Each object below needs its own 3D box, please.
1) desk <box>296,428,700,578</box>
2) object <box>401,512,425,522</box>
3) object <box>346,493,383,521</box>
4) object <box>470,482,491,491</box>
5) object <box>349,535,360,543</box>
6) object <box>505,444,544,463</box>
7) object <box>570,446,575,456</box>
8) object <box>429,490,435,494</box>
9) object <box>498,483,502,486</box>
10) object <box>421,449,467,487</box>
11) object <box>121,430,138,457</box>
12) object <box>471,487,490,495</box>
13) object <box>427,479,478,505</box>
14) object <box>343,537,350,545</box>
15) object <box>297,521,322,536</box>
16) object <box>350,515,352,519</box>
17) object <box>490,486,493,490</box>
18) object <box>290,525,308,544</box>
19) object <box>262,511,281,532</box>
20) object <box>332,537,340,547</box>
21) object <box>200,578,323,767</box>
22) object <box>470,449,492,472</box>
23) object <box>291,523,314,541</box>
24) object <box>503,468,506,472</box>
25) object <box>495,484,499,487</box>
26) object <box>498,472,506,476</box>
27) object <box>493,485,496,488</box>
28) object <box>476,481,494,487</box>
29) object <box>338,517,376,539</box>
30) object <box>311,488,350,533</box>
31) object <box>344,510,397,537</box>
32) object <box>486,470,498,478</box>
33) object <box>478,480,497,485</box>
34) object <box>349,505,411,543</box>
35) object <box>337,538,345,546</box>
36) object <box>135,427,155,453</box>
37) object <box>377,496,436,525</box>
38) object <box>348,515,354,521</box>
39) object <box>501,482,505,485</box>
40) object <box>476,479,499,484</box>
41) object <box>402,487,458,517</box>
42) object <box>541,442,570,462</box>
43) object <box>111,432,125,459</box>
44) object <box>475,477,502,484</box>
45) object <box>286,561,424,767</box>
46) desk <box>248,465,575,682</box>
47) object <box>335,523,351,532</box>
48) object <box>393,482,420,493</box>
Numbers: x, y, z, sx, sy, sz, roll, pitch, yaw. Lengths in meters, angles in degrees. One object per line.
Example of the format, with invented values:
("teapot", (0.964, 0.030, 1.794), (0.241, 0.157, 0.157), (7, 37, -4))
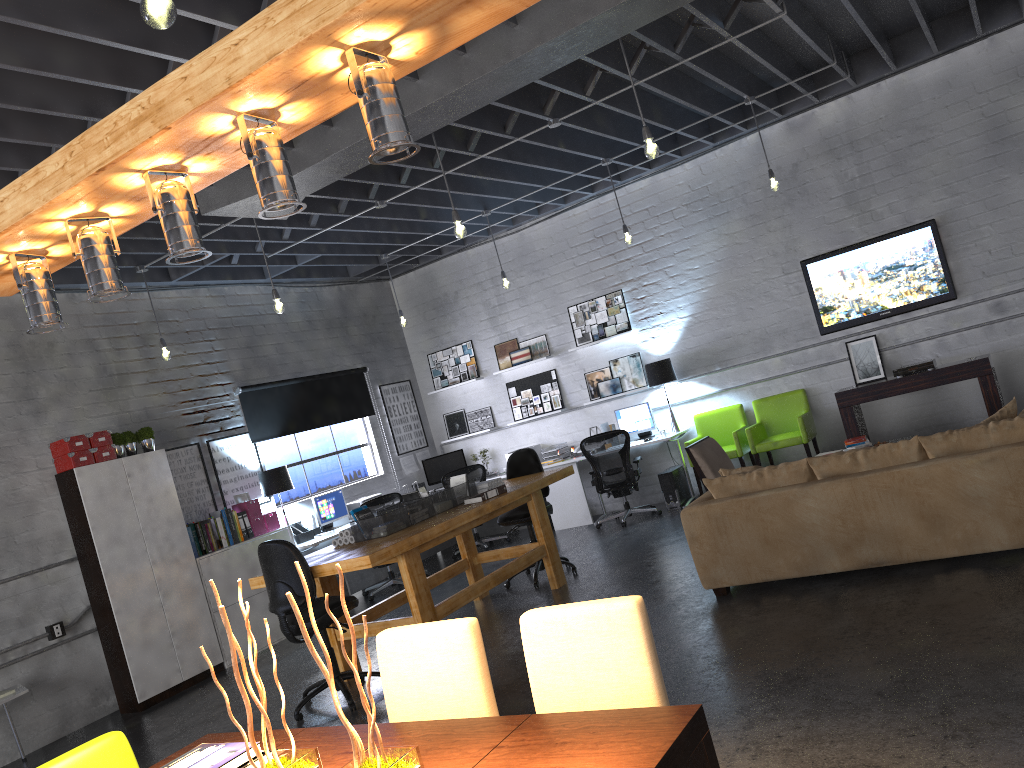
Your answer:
("desk", (-0.145, 1.508, 9.678), (3.582, 0.785, 3.292), (-16, -2, 31))
("object", (-0.795, 1.016, 6.707), (0.235, 0.022, 0.185), (-16, -2, 24))
("object", (-1.612, 1.408, 10.282), (0.486, 0.230, 0.419), (-16, -1, 31))
("object", (-0.405, 0.894, 7.414), (0.520, 0.047, 0.046), (-16, -1, 29))
("object", (-1.003, 1.090, 6.700), (0.058, 0.057, 0.634), (-16, -1, 31))
("object", (0.163, 0.928, 11.115), (0.351, 0.235, 0.350), (-16, -1, 31))
("object", (0.745, 0.814, 10.800), (0.093, 0.116, 0.067), (-16, -1, 31))
("object", (-0.992, 1.345, 10.998), (0.130, 0.049, 0.130), (-15, -2, -42))
("object", (-0.309, 0.912, 7.560), (0.521, 0.047, 0.047), (-17, -1, 31))
("object", (-0.861, 1.127, 11.579), (0.559, 0.427, 0.147), (-15, -1, -22))
("object", (-3.384, 0.528, 7.827), (0.169, 0.240, 0.171), (-15, -1, -20))
("object", (-0.402, 0.934, 7.401), (0.521, 0.047, 0.047), (-17, -1, 31))
("object", (-0.490, 0.908, 7.233), (0.317, 0.156, 0.305), (-16, -1, 31))
("object", (-1.050, 1.104, 6.730), (0.057, 0.058, 0.634), (-16, -1, 31))
("object", (-2.181, 1.561, 9.553), (0.210, 0.208, 0.104), (-16, -1, 31))
("object", (-1.818, 1.513, 10.020), (0.006, 0.124, 0.014), (-16, 0, -3))
("object", (-0.378, 0.929, 7.441), (0.521, 0.047, 0.047), (-17, -1, 31))
("object", (-2.290, 1.587, 9.363), (0.210, 0.208, 0.104), (-16, -1, 32))
("object", (-2.490, 1.404, 8.955), (0.214, 0.177, 0.161), (-16, -1, 31))
("object", (-1.143, 1.131, 6.789), (0.057, 0.058, 0.634), (-16, -1, 31))
("object", (-0.653, 0.758, 2.197), (0.156, 0.583, 0.184), (-16, -1, 31))
("object", (-0.391, 1.027, 11.494), (0.297, 0.363, 0.271), (-15, -1, -14))
("object", (-2.237, 1.574, 9.453), (0.210, 0.208, 0.104), (-16, -1, 32))
("object", (-0.063, 1.091, 11.317), (0.105, 0.052, 0.023), (-16, -1, 31))
("object", (-0.332, 0.918, 7.520), (0.521, 0.047, 0.047), (-17, -1, 31))
("object", (-0.117, 1.114, 10.993), (0.103, 0.021, 0.131), (-16, -1, 11))
("object", (-0.355, 0.923, 7.480), (0.521, 0.047, 0.047), (-17, -1, 31))
("object", (-0.377, 0.888, 7.461), (0.521, 0.047, 0.046), (-17, -1, 31))
("object", (-1.086, 1.063, 6.744), (0.057, 0.057, 0.634), (-16, -1, 31))
("object", (-2.034, 1.417, 9.817), (0.212, 0.417, 0.464), (-16, -1, 31))
("object", (-1.039, 1.050, 6.715), (0.057, 0.057, 0.634), (-16, -1, 31))
("object", (-0.314, 1.143, 11.160), (0.279, 0.081, 0.411), (-16, -1, 1))
("object", (-0.354, 0.882, 7.501), (0.521, 0.047, 0.046), (-17, -1, 31))
("object", (-0.953, 1.019, 6.444), (0.317, 0.156, 0.305), (-16, -1, 31))
("object", (-1.096, 1.118, 6.759), (0.058, 0.057, 0.634), (-16, -1, 31))
("object", (-3.271, 0.499, 7.930), (0.169, 0.240, 0.171), (-16, -1, 30))
("object", (-0.799, 0.982, 6.707), (0.317, 0.156, 0.305), (-16, -1, 31))
("object", (-1.789, 1.524, 10.035), (0.089, 0.090, 0.082), (-15, -1, -34))
("object", (-0.285, 0.907, 7.600), (0.521, 0.047, 0.047), (-17, -1, 31))
("object", (-0.331, 0.876, 7.540), (0.521, 0.047, 0.046), (-17, -1, 31))
("object", (-0.645, 0.945, 6.970), (0.317, 0.156, 0.305), (-16, -1, 31))
("object", (0.537, 0.845, 10.877), (0.229, 0.180, 0.315), (-16, -1, 31))
("object", (-3.436, 0.539, 7.687), (0.171, 0.240, 0.169), (-15, -1, -30))
("object", (-0.307, 0.871, 7.581), (0.521, 0.047, 0.046), (-17, -1, 31))
("object", (-0.361, 0.671, 2.013), (0.181, 0.583, 0.156), (-16, -1, 31))
("desk", (-0.505, 1.468, 6.954), (1.117, 0.926, 2.826), (-16, -1, 31))
("object", (-1.777, 1.543, 9.644), (0.181, 0.028, 0.421), (-16, -1, 21))
("object", (-1.302, 1.352, 10.985), (0.325, 0.208, 0.232), (-16, -1, 31))
